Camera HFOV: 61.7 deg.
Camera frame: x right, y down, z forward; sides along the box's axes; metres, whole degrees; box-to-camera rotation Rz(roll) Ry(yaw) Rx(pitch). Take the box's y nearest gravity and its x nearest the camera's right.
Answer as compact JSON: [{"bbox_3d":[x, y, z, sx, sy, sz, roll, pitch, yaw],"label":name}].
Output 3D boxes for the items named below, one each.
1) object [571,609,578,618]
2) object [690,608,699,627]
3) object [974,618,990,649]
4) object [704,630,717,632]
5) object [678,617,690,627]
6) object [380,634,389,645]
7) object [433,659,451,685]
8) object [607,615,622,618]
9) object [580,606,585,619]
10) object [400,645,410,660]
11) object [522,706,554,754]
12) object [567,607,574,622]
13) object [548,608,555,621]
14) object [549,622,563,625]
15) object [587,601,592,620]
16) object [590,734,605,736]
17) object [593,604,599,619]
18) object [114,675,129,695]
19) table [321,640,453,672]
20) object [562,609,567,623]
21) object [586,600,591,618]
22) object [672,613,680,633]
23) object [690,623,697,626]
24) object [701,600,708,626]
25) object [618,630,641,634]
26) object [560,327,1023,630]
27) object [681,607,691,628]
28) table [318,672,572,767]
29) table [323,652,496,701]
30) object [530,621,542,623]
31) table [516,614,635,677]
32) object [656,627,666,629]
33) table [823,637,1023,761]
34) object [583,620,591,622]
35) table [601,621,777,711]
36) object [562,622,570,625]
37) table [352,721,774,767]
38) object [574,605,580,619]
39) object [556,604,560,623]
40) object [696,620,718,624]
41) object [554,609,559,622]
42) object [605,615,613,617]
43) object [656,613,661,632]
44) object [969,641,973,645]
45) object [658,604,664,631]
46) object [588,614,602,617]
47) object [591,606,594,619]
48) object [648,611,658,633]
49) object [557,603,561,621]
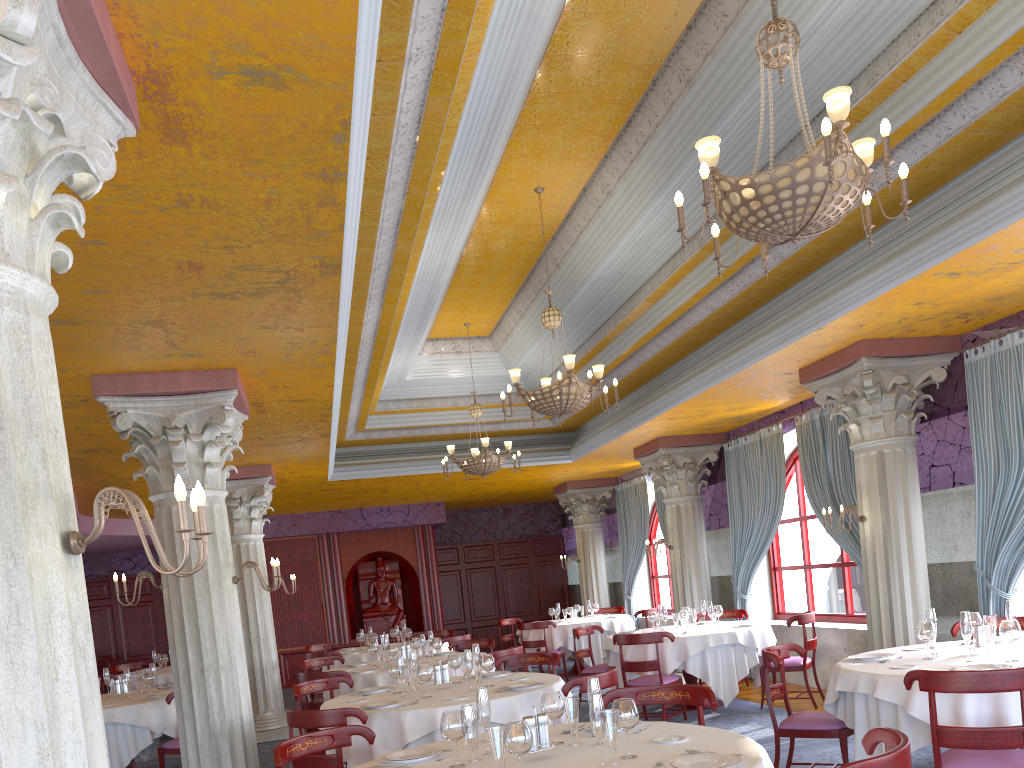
[{"bbox_3d":[1.098,4.102,15.385,0.143,0.211,0.072,-4,0,-33],"label":"object"},{"bbox_3d":[2.332,2.985,10.943,0.086,0.237,0.085,-6,1,12],"label":"object"},{"bbox_3d":[3.229,1.707,5.876,0.143,0.211,0.072,-4,0,-33],"label":"object"},{"bbox_3d":[2.319,2.884,9.996,0.161,0.009,0.160,-12,-14,26],"label":"object"},{"bbox_3d":[2.144,2.926,10.716,0.143,0.211,0.072,-4,0,-33],"label":"object"},{"bbox_3d":[-1.985,3.957,13.338,0.143,0.211,0.072,-4,0,-33],"label":"object"},{"bbox_3d":[-0.590,2.389,7.114,0.143,0.211,0.072,-4,0,-33],"label":"object"},{"bbox_3d":[1.765,4.053,14.896,0.311,0.024,0.322,-3,-13,-13],"label":"object"},{"bbox_3d":[1.286,4.161,15.612,0.086,0.237,0.085,-6,1,12],"label":"object"},{"bbox_3d":[-1.259,3.141,10.100,0.143,0.211,0.072,-4,0,-33],"label":"object"},{"bbox_3d":[0.112,1.600,3.982,0.143,0.211,0.072,-4,0,-33],"label":"object"},{"bbox_3d":[1.017,4.016,14.912,0.121,0.264,0.124,-6,-1,-45],"label":"object"},{"bbox_3d":[0.719,4.157,15.392,0.122,0.264,0.122,-6,0,0],"label":"object"},{"bbox_3d":[0.715,4.109,14.657,0.311,0.024,0.322,-3,-13,-13],"label":"object"},{"bbox_3d":[1.352,3.967,15.006,0.074,0.336,0.073,-5,2,23],"label":"object"},{"bbox_3d":[0.461,1.791,4.364,0.141,0.011,0.029,-15,-14,34],"label":"object"},{"bbox_3d":[1.494,4.034,15.209,0.122,0.264,0.122,-6,0,0],"label":"object"},{"bbox_3d":[-4.294,3.298,9.396,0.143,0.211,0.072,-4,0,-33],"label":"object"},{"bbox_3d":[-1.914,4.565,13.281,2.069,0.949,2.147,-4,-10,-12],"label":"table"},{"bbox_3d":[0.930,4.056,14.989,0.084,0.237,0.087,-6,1,-33],"label":"object"},{"bbox_3d":[1.393,4.087,15.548,0.074,0.336,0.073,-5,2,23],"label":"object"},{"bbox_3d":[1.976,2.880,10.320,0.086,0.237,0.085,-6,1,12],"label":"object"},{"bbox_3d":[2.410,3.187,11.348,0.022,0.003,0.254,-13,-15,29],"label":"object"},{"bbox_3d":[2.440,2.911,10.879,0.073,0.336,0.074,-7,2,-22],"label":"object"},{"bbox_3d":[1.519,3.200,11.044,0.312,0.024,0.321,6,-17,-42],"label":"object"},{"bbox_3d":[4.192,1.426,8.232,2.080,3.562,29.934,-6,-12,-14],"label":"object"},{"bbox_3d":[2.243,2.999,11.019,0.121,0.264,0.123,-6,-1,-22],"label":"object"},{"bbox_3d":[-0.519,2.998,7.057,2.069,0.949,2.147,-4,-10,-12],"label":"table"},{"bbox_3d":[-1.188,3.750,10.043,2.069,0.949,2.147,-4,-10,-12],"label":"table"},{"bbox_3d":[0.472,4.375,15.714,0.311,0.024,0.322,-3,-13,-13],"label":"object"},{"bbox_3d":[1.169,4.710,15.328,2.069,0.949,2.147,-4,-10,-12],"label":"table"},{"bbox_3d":[1.960,3.219,11.300,0.160,0.009,0.161,-10,-13,16],"label":"object"},{"bbox_3d":[3.300,2.315,5.819,2.069,0.949,2.147,-4,-10,-12],"label":"table"},{"bbox_3d":[1.272,4.060,14.666,0.161,0.009,0.160,-12,-14,26],"label":"object"},{"bbox_3d":[2.215,3.534,10.659,2.069,0.949,2.147,-4,-10,-12],"label":"table"},{"bbox_3d":[0.910,4.072,14.574,0.056,0.019,0.257,-14,-15,35],"label":"object"},{"bbox_3d":[0.183,2.209,3.924,2.069,0.949,2.147,-4,-10,-12],"label":"table"},{"bbox_3d":[1.196,4.175,15.689,0.121,0.264,0.123,-6,-1,-22],"label":"object"},{"bbox_3d":[0.812,4.033,15.049,0.074,0.336,0.073,-5,2,23],"label":"object"},{"bbox_3d":[2.569,3.144,11.284,0.311,0.024,0.322,-3,-13,-13],"label":"object"},{"bbox_3d":[0.797,4.182,15.481,0.084,0.237,0.087,-6,1,-33],"label":"object"},{"bbox_3d":[1.741,4.200,15.495,0.159,0.009,0.162,-7,-13,7],"label":"object"},{"bbox_3d":[1.843,3.007,10.812,0.085,0.237,0.086,-6,0,-11],"label":"object"},{"bbox_3d":[3.494,1.968,6.509,0.022,0.003,0.254,-13,-15,29],"label":"object"},{"bbox_3d":[1.900,2.977,10.922,0.073,0.336,0.075,-7,2,-44],"label":"object"},{"bbox_3d":[1.523,4.320,15.953,0.311,0.024,0.322,-3,-13,-13],"label":"object"},{"bbox_3d":[1.419,4.035,15.121,0.084,0.237,0.087,-6,1,-33],"label":"object"},{"bbox_3d":[1.766,2.981,10.723,0.122,0.264,0.122,-6,0,0],"label":"object"},{"bbox_3d":[0.853,4.153,15.592,0.074,0.336,0.073,-5,2,23],"label":"object"}]
